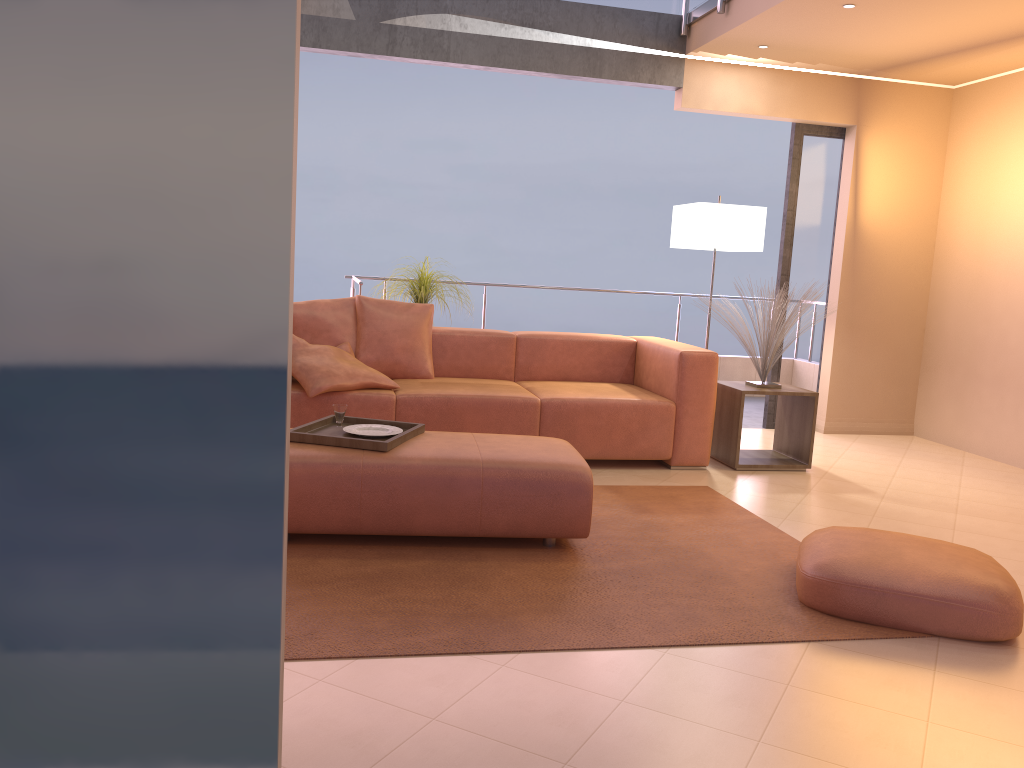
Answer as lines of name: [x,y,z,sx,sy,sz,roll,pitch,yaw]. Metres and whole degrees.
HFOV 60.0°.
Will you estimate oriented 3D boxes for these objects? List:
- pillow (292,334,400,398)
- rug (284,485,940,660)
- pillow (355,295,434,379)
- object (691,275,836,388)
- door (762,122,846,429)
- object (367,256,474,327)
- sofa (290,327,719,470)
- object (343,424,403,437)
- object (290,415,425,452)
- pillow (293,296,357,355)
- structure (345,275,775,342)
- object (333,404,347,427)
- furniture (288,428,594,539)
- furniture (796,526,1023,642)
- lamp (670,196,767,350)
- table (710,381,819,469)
pillow: [-0.936,-0.120,4.615,0.517,0.292,0.514,-4,10,-43]
rug: [-0.098,0.613,3.357,2.626,0.005,1.833,2,8,-12]
pillow: [-0.671,-0.260,5.049,0.470,0.468,0.211,1,8,-17]
object: [1.452,-0.312,5.160,0.703,0.634,0.700,8,9,34]
door: [2.123,-0.740,6.336,0.480,2.160,0.056,2,8,-12]
object: [-0.628,-0.314,5.972,0.703,1.088,0.729,-4,10,-43]
sofa: [-0.311,0.043,5.012,2.781,0.672,0.943,2,8,-12]
object: [-0.560,0.193,3.573,0.240,0.018,0.240,10,10,41]
object: [-0.616,0.191,3.536,0.421,0.034,0.436,5,8,13]
pillow: [-1.054,-0.274,4.969,0.492,0.446,0.255,-1,9,-29]
structure: [0.819,-0.452,6.978,4.176,0.541,1.663,2,8,-12]
object: [-0.715,0.133,3.681,0.061,0.091,0.061,-1,9,-28]
furniture: [-0.368,0.371,3.543,1.291,0.301,0.685,2,8,-7]
furniture: [1.343,0.658,3.045,0.699,0.226,0.659,6,8,17]
lamp: [1.300,-0.439,5.850,0.454,1.578,0.454,2,8,-12]
table: [1.437,0.229,5.147,0.469,0.436,0.415,2,8,-12]
